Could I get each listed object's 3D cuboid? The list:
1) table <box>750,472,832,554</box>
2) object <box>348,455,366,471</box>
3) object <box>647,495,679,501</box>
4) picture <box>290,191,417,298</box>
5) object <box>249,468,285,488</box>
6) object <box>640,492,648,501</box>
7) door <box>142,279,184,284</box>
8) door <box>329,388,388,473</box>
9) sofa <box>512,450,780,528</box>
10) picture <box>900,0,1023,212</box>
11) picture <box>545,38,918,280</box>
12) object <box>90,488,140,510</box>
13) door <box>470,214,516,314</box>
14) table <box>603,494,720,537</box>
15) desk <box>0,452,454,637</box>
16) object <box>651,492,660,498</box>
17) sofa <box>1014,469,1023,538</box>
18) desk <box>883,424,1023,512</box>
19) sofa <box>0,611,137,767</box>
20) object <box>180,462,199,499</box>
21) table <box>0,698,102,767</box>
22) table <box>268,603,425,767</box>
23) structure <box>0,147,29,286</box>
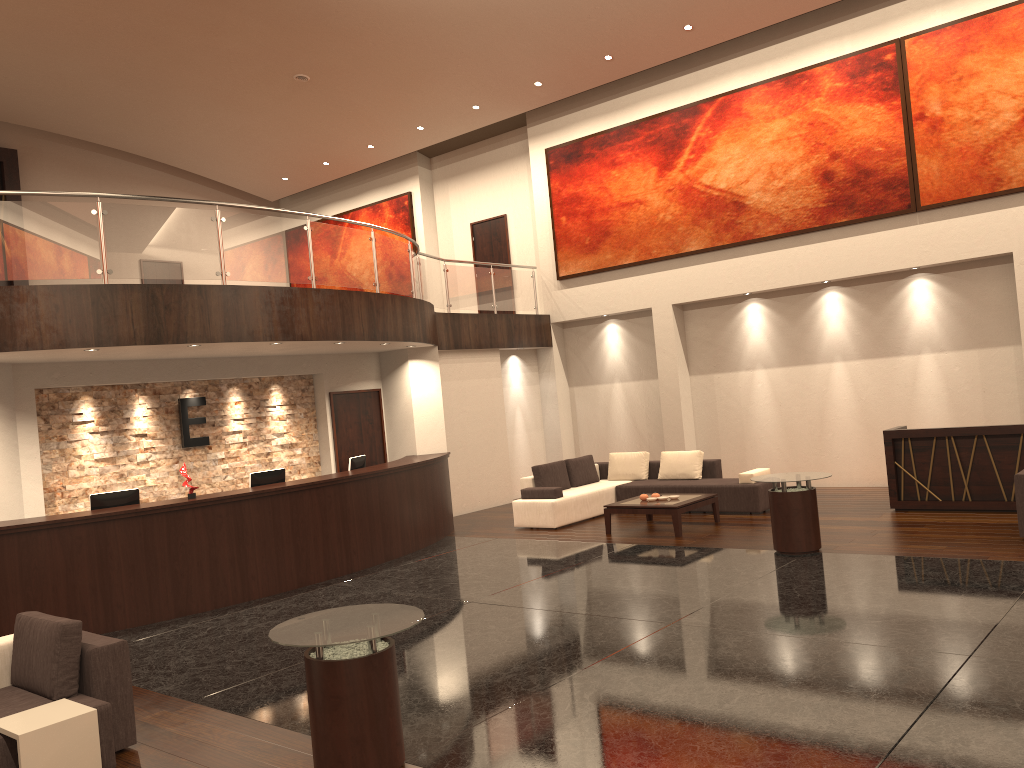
[{"bbox_3d":[3.036,1.393,9.540,0.833,0.795,0.844,-5,-1,-11],"label":"table"},{"bbox_3d":[-2.033,1.203,11.778,0.189,0.485,0.483,-5,-1,15],"label":"object"},{"bbox_3d":[2.000,1.516,11.739,0.437,0.040,0.154,-5,-1,-4],"label":"object"},{"bbox_3d":[-3.825,-2.766,20.781,4.515,2.526,0.070,-6,-1,40],"label":"picture"},{"bbox_3d":[-2.872,1.266,10.487,0.189,0.485,0.483,-6,-1,40],"label":"object"},{"bbox_3d":[1.765,1.505,11.867,0.119,0.106,0.119,-5,-1,-27],"label":"object"},{"bbox_3d":[-7.743,-1.645,19.815,0.104,2.232,0.990,-6,-1,40],"label":"door"},{"bbox_3d":[-2.279,1.208,13.436,0.104,2.232,0.990,-6,-1,40],"label":"door"},{"bbox_3d":[1.898,1.506,12.987,3.366,0.862,2.586,-6,-1,40],"label":"sofa"},{"bbox_3d":[7.461,-3.920,11.357,4.515,2.526,0.070,-6,-1,40],"label":"picture"},{"bbox_3d":[3.243,-3.489,14.879,6.485,2.526,0.070,-6,-1,40],"label":"picture"},{"bbox_3d":[-4.168,1.373,9.345,0.483,0.485,0.189,-5,-1,-35],"label":"object"},{"bbox_3d":[-0.390,-2.341,18.524,0.990,2.232,0.104,-6,-1,40],"label":"door"},{"bbox_3d":[1.994,1.726,11.779,1.100,0.380,1.100,-6,-1,40],"label":"table"},{"bbox_3d":[-2.952,1.771,10.614,1.674,1.171,7.146,-6,-1,41],"label":"desk"},{"bbox_3d":[1.918,1.490,11.847,0.119,0.106,0.119,-6,-1,22],"label":"object"},{"bbox_3d":[6.451,1.031,8.410,2.846,0.862,1.291,-6,-1,40],"label":"sofa"},{"bbox_3d":[6.065,1.003,10.904,2.606,1.043,0.700,-6,-1,40],"label":"desk"},{"bbox_3d":[-3.538,1.913,4.615,1.291,0.862,2.846,-6,-1,40],"label":"sofa"},{"bbox_3d":[-3.428,1.025,9.441,0.163,0.390,0.165,-5,-1,-43],"label":"object"},{"bbox_3d":[-2.517,2.023,4.795,0.400,0.460,0.400,-6,-1,40],"label":"table"},{"bbox_3d":[-0.861,1.700,4.836,0.833,0.795,0.844,-5,-1,-11],"label":"table"},{"bbox_3d":[-10.434,-2.442,16.549,0.187,4.236,2.524,-6,-1,40],"label":"structure"}]
